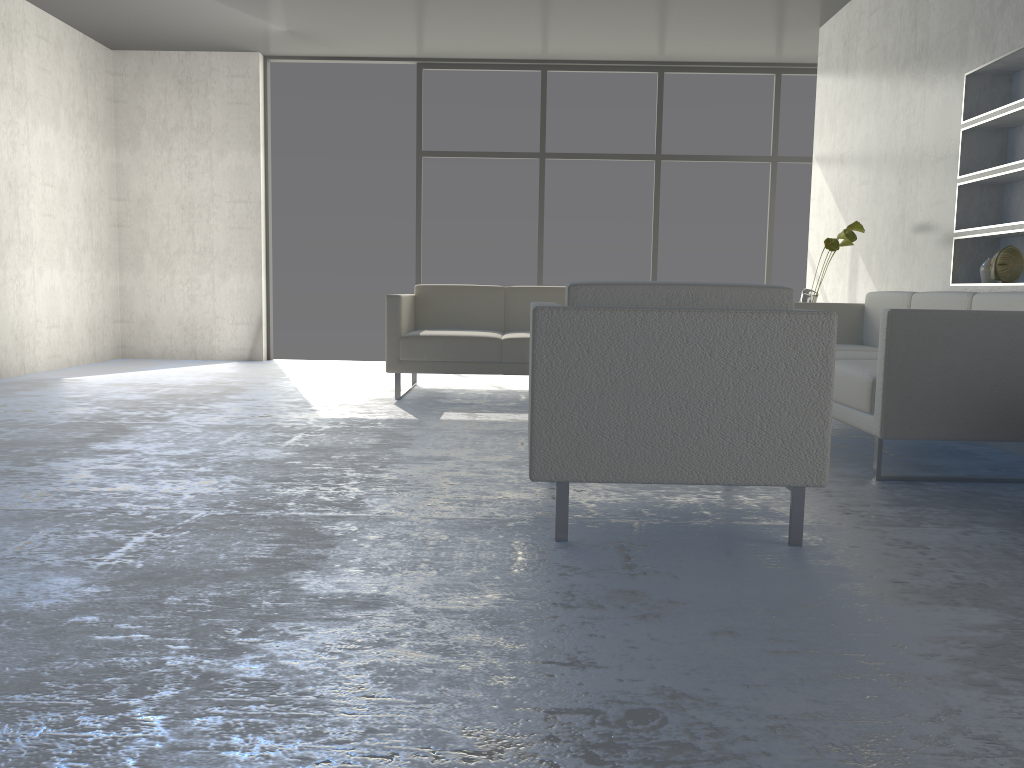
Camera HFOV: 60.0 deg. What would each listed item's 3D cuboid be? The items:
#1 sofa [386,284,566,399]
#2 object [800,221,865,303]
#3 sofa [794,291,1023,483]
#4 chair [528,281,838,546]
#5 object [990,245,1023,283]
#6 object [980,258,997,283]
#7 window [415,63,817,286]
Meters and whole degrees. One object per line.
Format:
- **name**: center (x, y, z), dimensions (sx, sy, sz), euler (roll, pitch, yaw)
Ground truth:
- **sofa**: center (0.232, -0.264, 5.378), dimensions (1.881, 0.658, 0.821), euler (1, 6, 1)
- **object**: center (1.720, -0.387, 4.951), dimensions (0.387, 1.051, 0.400), euler (4, 7, 28)
- **sofa**: center (1.653, -0.081, 3.903), dimensions (0.821, 0.658, 1.881), euler (1, 6, 1)
- **chair**: center (0.426, 0.034, 2.603), dimensions (0.748, 0.662, 0.821), euler (1, 6, 1)
- **object**: center (2.190, -0.531, 3.963), dimensions (0.088, 0.179, 0.163), euler (0, 6, -9)
- **object**: center (2.218, -0.520, 4.114), dimensions (0.086, 0.128, 0.086), euler (2, 6, 11)
- **window**: center (1.233, -1.378, 7.423), dimensions (4.080, 2.477, 0.037), euler (1, 6, 1)
